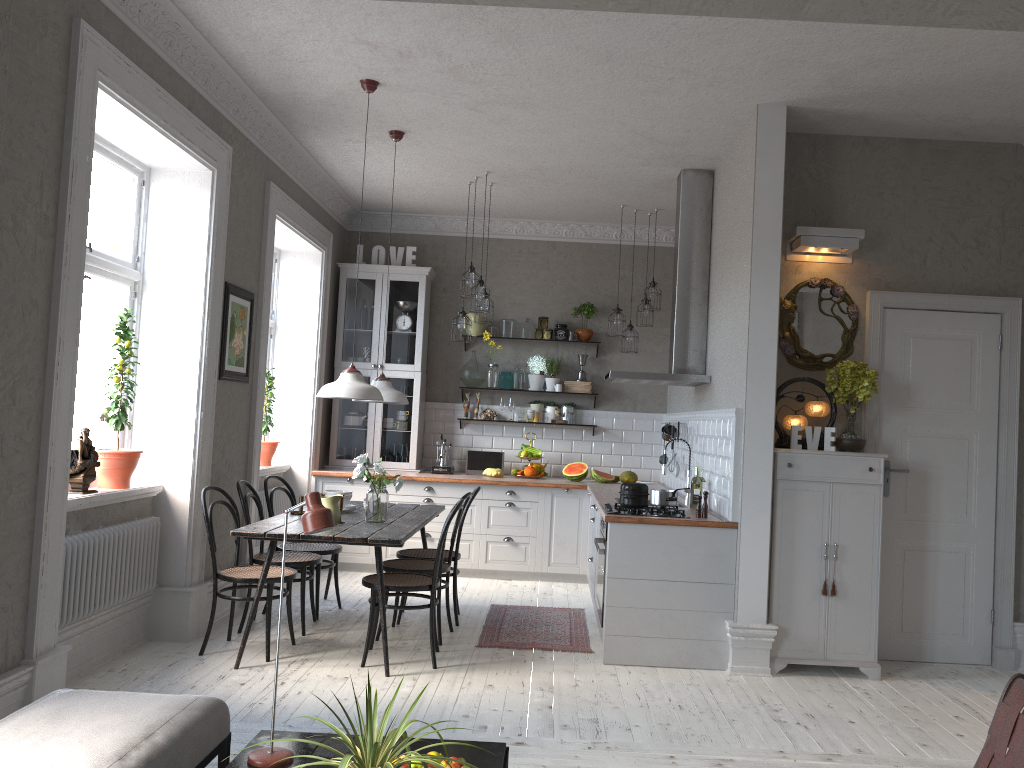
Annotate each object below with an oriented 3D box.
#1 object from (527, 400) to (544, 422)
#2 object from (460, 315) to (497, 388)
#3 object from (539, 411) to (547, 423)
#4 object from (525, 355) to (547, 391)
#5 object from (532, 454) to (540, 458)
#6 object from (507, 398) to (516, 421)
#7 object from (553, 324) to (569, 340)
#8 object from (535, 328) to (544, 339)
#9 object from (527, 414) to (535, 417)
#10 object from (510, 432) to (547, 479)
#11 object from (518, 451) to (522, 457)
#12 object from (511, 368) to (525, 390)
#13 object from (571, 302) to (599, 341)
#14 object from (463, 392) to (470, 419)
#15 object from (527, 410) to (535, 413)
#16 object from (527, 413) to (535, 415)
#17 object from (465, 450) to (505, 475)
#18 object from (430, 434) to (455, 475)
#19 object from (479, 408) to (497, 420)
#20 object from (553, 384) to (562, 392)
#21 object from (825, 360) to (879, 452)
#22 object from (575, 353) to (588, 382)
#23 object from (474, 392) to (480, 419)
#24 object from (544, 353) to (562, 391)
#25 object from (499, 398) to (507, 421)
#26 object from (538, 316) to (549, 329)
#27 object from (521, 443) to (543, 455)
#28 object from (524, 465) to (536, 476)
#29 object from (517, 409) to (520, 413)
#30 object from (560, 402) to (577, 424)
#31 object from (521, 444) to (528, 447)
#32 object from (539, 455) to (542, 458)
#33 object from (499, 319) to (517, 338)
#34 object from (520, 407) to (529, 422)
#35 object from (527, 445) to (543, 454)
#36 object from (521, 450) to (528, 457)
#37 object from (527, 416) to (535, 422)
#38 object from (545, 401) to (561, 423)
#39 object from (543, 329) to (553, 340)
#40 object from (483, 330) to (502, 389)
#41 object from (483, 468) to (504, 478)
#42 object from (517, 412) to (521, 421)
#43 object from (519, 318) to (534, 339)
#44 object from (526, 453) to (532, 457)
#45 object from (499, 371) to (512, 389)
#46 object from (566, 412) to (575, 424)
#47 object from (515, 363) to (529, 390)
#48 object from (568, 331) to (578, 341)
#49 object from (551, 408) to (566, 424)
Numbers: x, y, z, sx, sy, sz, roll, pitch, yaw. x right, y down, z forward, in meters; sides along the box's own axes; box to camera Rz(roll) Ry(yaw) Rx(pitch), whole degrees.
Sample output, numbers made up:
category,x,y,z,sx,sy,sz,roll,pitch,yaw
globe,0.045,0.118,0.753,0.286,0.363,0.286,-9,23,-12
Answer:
category,x,y,z,sx,sy,sz,roll,pitch,yaw
object,0.224,0.256,8.479,0.159,0.217,0.154,4,-3,-19
object,-0.366,-0.305,8.401,0.340,0.674,0.331,4,-3,-30
object,0.297,0.311,8.405,0.078,0.108,0.077,3,-2,-5
object,0.255,-0.108,8.491,0.242,0.354,0.237,2,-3,19
object,0.214,0.675,8.211,0.077,0.062,0.099,4,-3,-25
object,-0.005,0.241,8.364,0.082,0.217,0.081,4,-3,-13
object,0.472,-0.489,8.497,0.142,0.174,0.142,3,-2,2
object,0.258,-0.472,8.451,0.083,0.113,0.083,3,-2,2
object,0.179,0.315,8.350,0.077,0.051,0.077,3,-2,-6
object,0.167,0.662,8.232,0.355,0.425,0.348,4,-3,-13
object,0.104,0.662,8.238,0.096,0.078,0.100,3,-2,-12
object,0.060,-0.046,8.399,0.123,0.206,0.127,2,-3,24
object,0.709,-0.591,8.454,0.257,0.397,0.245,2,-3,26
object,-0.433,0.202,8.462,0.054,0.264,0.060,4,-3,-27
object,0.181,0.272,8.352,0.078,0.051,0.076,3,-2,-13
object,0.179,0.298,8.351,0.076,0.051,0.078,2,-3,20
object,-0.252,0.740,8.266,0.351,0.226,0.088,3,-2,0
object,-0.640,0.645,8.185,0.205,0.370,0.353,3,-2,2
object,-0.230,0.286,8.417,0.179,0.111,0.095,4,-3,-21
object,0.441,0.038,8.368,0.104,0.071,0.064,1,-3,31
object,2.054,0.132,5.334,0.291,0.553,0.347,1,-3,36
object,0.671,-0.162,8.464,0.132,0.288,0.129,4,-3,-14
object,-0.328,0.207,8.445,0.052,0.264,0.063,1,-3,38
object,0.386,-0.115,8.438,0.188,0.380,0.166,5,-3,-38
object,-0.090,0.240,8.459,0.082,0.217,0.081,4,-3,-13
object,0.297,-0.582,8.443,0.084,0.113,0.081,4,-3,-18
object,0.183,0.606,8.208,0.210,0.101,0.067,3,-2,7
object,0.166,0.795,8.102,0.115,0.111,0.109,4,-3,-31
object,0.087,0.283,8.471,0.077,0.083,0.079,2,-3,19
object,0.545,0.278,8.494,0.159,0.213,0.153,3,-2,-1
object,0.118,0.581,8.214,0.074,0.058,0.050,4,-3,-22
object,0.256,0.676,8.241,0.052,0.050,0.049,2,-2,11
object,-0.039,-0.522,8.461,0.168,0.184,0.176,1,-3,41
object,0.114,0.287,8.395,0.080,0.139,0.077,4,-3,-26
object,0.213,0.620,8.276,0.178,0.096,0.089,2,-3,21
object,0.116,0.644,8.163,0.058,0.069,0.080,2,-3,21
object,0.178,0.332,8.350,0.077,0.051,0.077,3,-2,-6
object,0.379,0.268,8.486,0.170,0.214,0.150,1,-3,31
object,0.345,-0.467,8.446,0.082,0.113,0.083,2,-2,12
object,-0.198,-0.230,8.353,0.192,0.540,0.279,3,-2,-6
object,-0.168,0.807,8.060,0.197,0.083,0.189,3,-2,2
object,0.085,0.316,8.469,0.077,0.083,0.079,2,-3,19
object,0.145,-0.526,8.555,0.143,0.220,0.137,5,-3,-39
object,0.157,0.669,8.177,0.063,0.061,0.066,3,-2,1
object,-0.060,-0.031,8.488,0.125,0.172,0.126,3,-2,5
object,0.555,0.323,8.377,0.078,0.108,0.077,3,-2,-5
object,0.092,-0.066,8.550,0.131,0.264,0.132,3,-2,7
object,0.577,-0.449,8.396,0.093,0.096,0.074,3,-2,2
object,0.448,0.302,8.397,0.120,0.147,0.099,4,-3,-31
